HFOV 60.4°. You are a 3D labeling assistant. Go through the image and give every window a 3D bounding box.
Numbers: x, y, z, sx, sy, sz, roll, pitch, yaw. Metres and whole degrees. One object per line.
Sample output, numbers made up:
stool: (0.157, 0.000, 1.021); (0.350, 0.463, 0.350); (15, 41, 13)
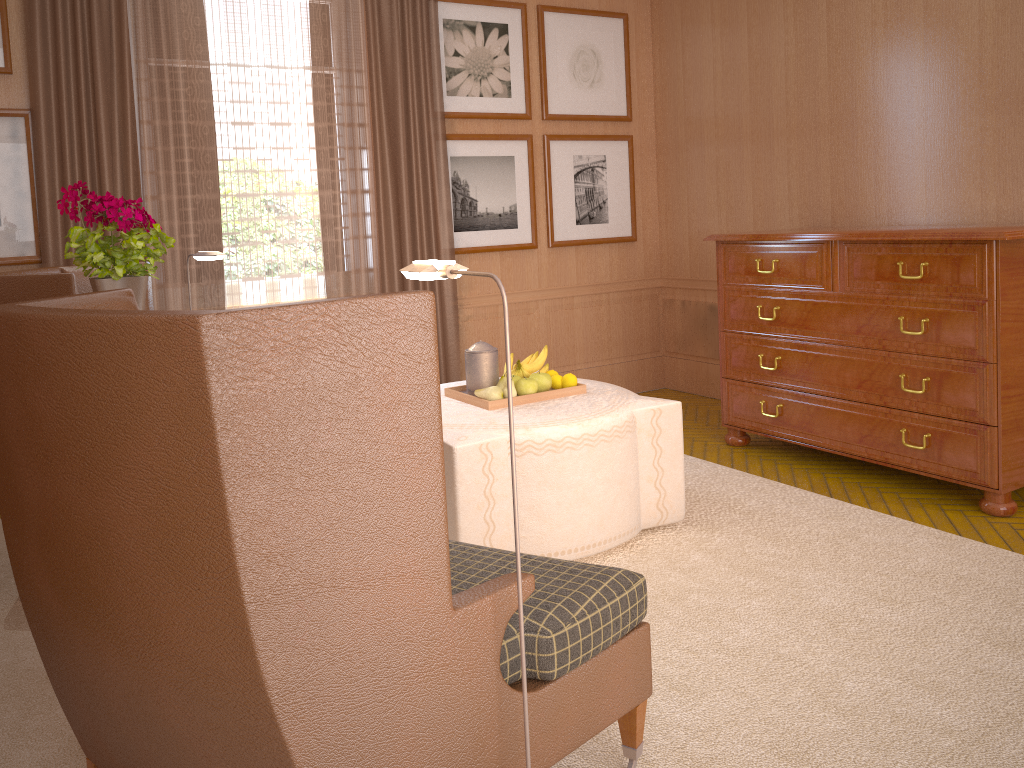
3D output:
window: (-2.511, -2.367, 8.460); (2.448, 3.350, 0.850); (-7, 6, -31)

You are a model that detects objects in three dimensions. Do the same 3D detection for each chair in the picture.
chair: (-0.748, 0.623, 3.191); (1.912, 1.956, 1.740); (2, 9, 34)
chair: (-2.473, 0.178, 5.971); (1.721, 1.956, 1.933); (-4, 7, -6)

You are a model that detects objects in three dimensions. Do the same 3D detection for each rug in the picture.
rug: (-0.070, 1.302, 4.704); (6.034, 0.020, 8.020); (-9, 13, -30)

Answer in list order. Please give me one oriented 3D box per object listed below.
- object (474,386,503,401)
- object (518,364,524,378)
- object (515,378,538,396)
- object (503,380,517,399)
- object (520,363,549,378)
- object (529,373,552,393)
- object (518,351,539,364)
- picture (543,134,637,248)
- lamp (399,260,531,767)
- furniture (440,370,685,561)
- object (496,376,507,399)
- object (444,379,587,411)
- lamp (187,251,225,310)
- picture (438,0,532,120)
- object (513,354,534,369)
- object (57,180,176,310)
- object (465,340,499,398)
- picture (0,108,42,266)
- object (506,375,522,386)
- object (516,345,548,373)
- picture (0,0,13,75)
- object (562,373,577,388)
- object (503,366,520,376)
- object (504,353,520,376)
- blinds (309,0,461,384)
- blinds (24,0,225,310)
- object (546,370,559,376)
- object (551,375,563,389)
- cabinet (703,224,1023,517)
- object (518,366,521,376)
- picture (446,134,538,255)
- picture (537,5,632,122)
object: (-0.150, 0.081, 5.936); (0.194, 0.127, 0.134); (-5, 8, -11)
object: (0.130, -0.083, 6.466); (0.062, 0.197, 0.391); (-1, 9, 24)
object: (0.102, 0.029, 6.087); (0.156, 0.133, 0.160); (-7, 9, -27)
object: (-0.017, 0.039, 5.978); (0.098, 0.147, 0.099); (-2, 6, 5)
object: (0.183, -0.096, 6.445); (0.072, 0.171, 0.401); (1, 10, 34)
object: (0.198, -0.005, 6.217); (0.169, 0.146, 0.175); (-1, 8, 15)
object: (0.108, -0.129, 6.473); (0.065, 0.170, 0.381); (-1, 10, 25)
picture: (0.913, -2.222, 10.077); (1.257, 1.238, 0.048); (-7, 6, -31)
lamp: (-0.169, 0.598, 3.026); (0.629, 2.014, 0.569); (0, 5, 29)
furniture: (-0.025, 0.534, 6.285); (1.964, 0.891, 1.964); (-9, 12, -34)
object: (-0.073, 0.037, 6.082); (0.130, 0.195, 0.131); (-2, 6, 5)
object: (0.019, 0.048, 6.297); (0.806, 0.059, 0.644); (-9, 13, -31)
lamp: (-2.301, -0.017, 6.806); (0.629, 2.009, 0.569); (-1, 5, 21)
picture: (-0.353, -3.414, 9.251); (1.257, 1.238, 0.048); (-7, 6, -31)
object: (0.076, -0.151, 6.510); (0.091, 0.127, 0.414); (-1, 10, 17)
object: (-1.972, -0.490, 4.459); (0.528, 1.080, 0.458); (-6, 6, -33)
object: (-0.212, -0.118, 6.236); (0.234, 0.389, 0.237); (0, 6, 25)
picture: (-4.292, -1.533, 6.894); (1.056, 1.238, 0.048); (-7, 6, -31)
object: (0.000, 0.008, 6.224); (0.156, 0.133, 0.160); (-7, 9, -27)
object: (0.170, -0.174, 6.450); (0.071, 0.167, 0.409); (1, 10, 35)
picture: (-4.360, -2.893, 6.799); (0.810, 0.950, 0.048); (-7, 6, -31)
object: (0.410, -0.012, 6.286); (0.114, 0.132, 0.109); (-1, 7, 15)
object: (-0.024, -0.068, 6.458); (0.071, 0.183, 0.397); (-4, 10, -17)
object: (-0.013, -0.121, 6.460); (0.104, 0.157, 0.381); (-4, 10, -7)
blinds: (-1.224, -1.800, 8.651); (1.455, 4.749, 0.267); (-6, 5, -33)
blinds: (-3.200, -1.467, 7.443); (1.435, 4.759, 0.267); (-5, 5, -30)
object: (0.292, -0.040, 6.488); (0.114, 0.132, 0.109); (-1, 7, 15)
object: (0.329, -0.012, 6.337); (0.111, 0.109, 0.135); (-7, 9, -28)
cabinet: (3.104, -0.306, 7.263); (1.424, 1.924, 2.787); (-7, 9, -31)
object: (0.036, -0.075, 6.480); (0.062, 0.180, 0.400); (-3, 10, -2)
picture: (-0.284, -2.024, 9.347); (1.257, 1.238, 0.048); (-7, 6, -31)
picture: (0.844, -3.612, 9.981); (1.257, 1.238, 0.048); (-7, 6, -31)
